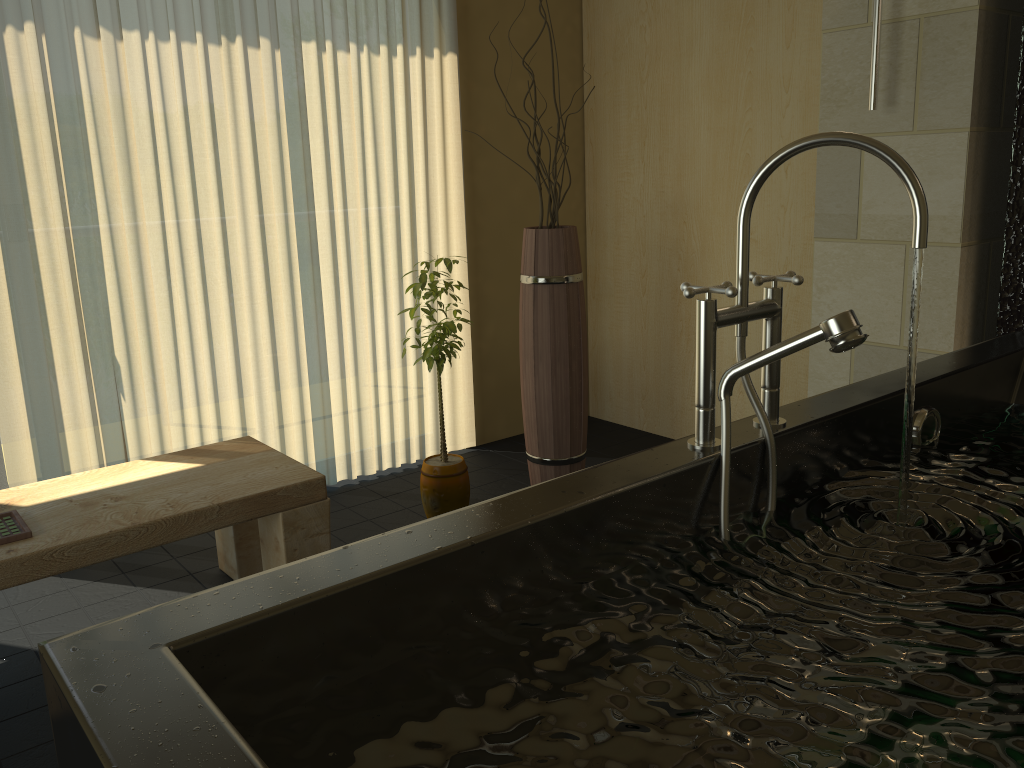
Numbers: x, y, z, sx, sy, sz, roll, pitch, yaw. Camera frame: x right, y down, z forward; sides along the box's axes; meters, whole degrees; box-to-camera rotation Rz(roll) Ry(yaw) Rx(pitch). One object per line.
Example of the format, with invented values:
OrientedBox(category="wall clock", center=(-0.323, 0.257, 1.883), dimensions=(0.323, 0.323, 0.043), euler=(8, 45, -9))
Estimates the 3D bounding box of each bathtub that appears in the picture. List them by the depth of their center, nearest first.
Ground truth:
OrientedBox(category="bathtub", center=(0.717, 0.265, 1.105), dimensions=(2.135, 1.158, 1.069), euler=(-13, 17, -37))

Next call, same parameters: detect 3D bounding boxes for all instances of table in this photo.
OrientedBox(category="table", center=(-1.078, 0.492, 2.254), dimensions=(1.126, 0.399, 0.514), euler=(-13, 17, -37))

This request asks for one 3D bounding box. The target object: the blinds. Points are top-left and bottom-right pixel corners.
OrientedBox(category="blinds", center=(-0.845, -0.844, 3.043), dimensions=(1.947, 2.572, 0.064), euler=(-13, 17, -38))

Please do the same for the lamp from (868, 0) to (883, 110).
OrientedBox(category="lamp", center=(0.998, -1.173, 2.389), dimensions=(0.188, 0.834, 0.176), euler=(-12, 16, -37))

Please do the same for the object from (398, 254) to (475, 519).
OrientedBox(category="object", center=(-0.235, 0.032, 2.903), dimensions=(0.242, 0.926, 0.267), euler=(-2, 13, 0))

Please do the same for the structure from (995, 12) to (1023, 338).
OrientedBox(category="structure", center=(1.529, -0.326, 2.186), dimensions=(0.094, 2.061, 0.642), euler=(-12, 16, -37))

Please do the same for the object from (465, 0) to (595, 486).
OrientedBox(category="object", center=(0.067, -0.658, 3.084), dimensions=(0.468, 2.173, 0.464), euler=(1, 13, 12))

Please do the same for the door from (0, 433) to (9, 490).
OrientedBox(category="door", center=(-1.952, -0.505, 2.492), dimensions=(1.039, 2.325, 0.063), euler=(-13, 17, -38))

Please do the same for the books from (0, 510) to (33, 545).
OrientedBox(category="books", center=(-1.257, 0.351, 1.987), dimensions=(0.294, 0.014, 0.182), euler=(-13, 17, -37))
